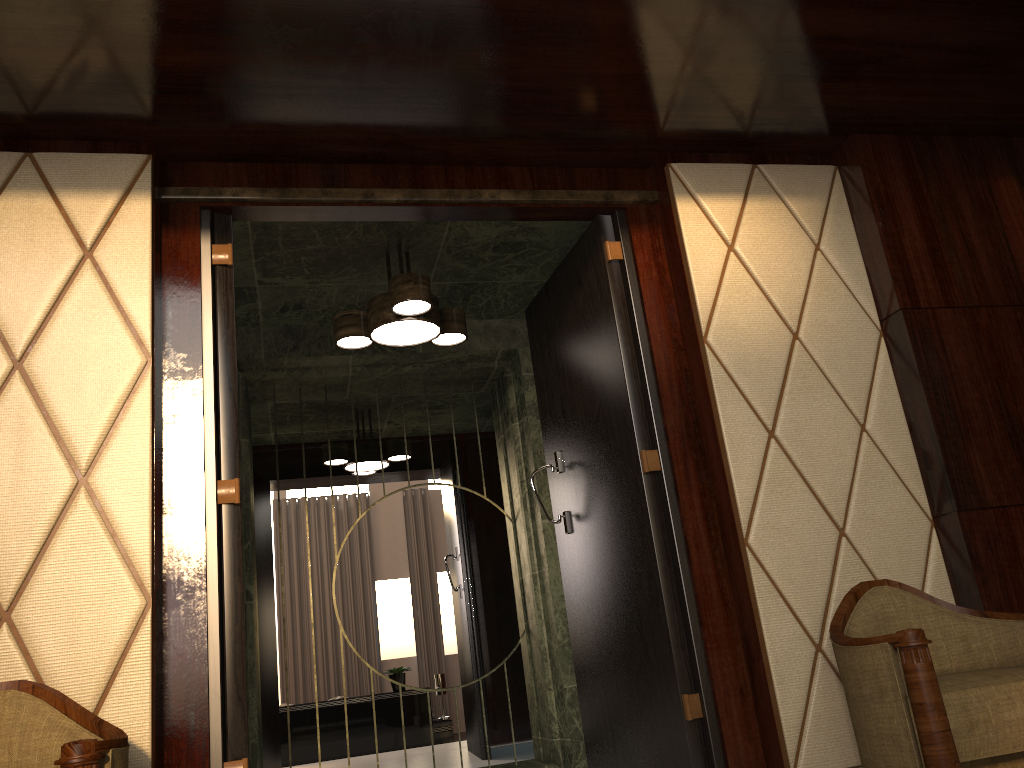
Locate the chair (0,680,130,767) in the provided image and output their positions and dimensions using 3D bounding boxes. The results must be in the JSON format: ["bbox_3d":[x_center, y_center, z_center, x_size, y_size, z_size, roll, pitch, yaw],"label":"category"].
[{"bbox_3d":[-0.965,0.805,1.552,0.571,0.550,0.462,-3,-18,-14],"label":"chair"}]

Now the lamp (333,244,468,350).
[{"bbox_3d":[-0.468,-0.340,3.374,0.467,0.347,0.515,-12,-18,14],"label":"lamp"}]

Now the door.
[{"bbox_3d":[-0.305,0.451,2.751,1.435,1.820,0.828,-2,-18,-15],"label":"door"}]

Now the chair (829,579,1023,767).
[{"bbox_3d":[1.040,0.709,2.065,0.571,0.550,0.462,-3,-18,-14],"label":"chair"}]

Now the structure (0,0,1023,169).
[{"bbox_3d":[0.211,-0.700,0.786,6.107,3.189,3.750,-3,-18,-14],"label":"structure"}]
